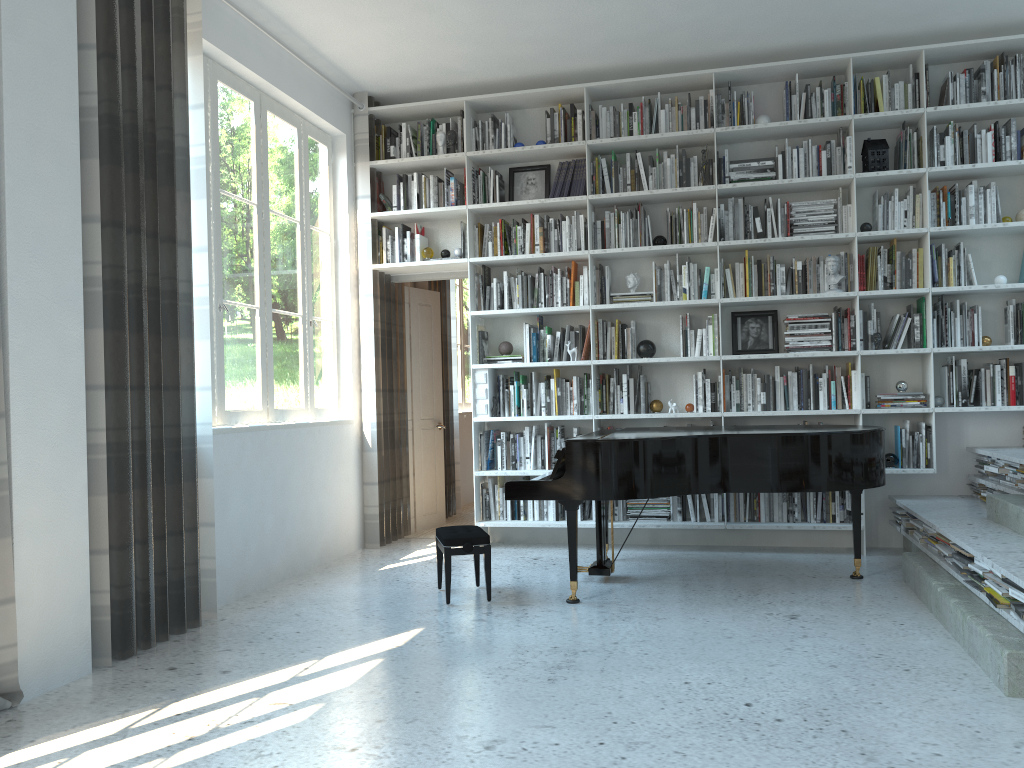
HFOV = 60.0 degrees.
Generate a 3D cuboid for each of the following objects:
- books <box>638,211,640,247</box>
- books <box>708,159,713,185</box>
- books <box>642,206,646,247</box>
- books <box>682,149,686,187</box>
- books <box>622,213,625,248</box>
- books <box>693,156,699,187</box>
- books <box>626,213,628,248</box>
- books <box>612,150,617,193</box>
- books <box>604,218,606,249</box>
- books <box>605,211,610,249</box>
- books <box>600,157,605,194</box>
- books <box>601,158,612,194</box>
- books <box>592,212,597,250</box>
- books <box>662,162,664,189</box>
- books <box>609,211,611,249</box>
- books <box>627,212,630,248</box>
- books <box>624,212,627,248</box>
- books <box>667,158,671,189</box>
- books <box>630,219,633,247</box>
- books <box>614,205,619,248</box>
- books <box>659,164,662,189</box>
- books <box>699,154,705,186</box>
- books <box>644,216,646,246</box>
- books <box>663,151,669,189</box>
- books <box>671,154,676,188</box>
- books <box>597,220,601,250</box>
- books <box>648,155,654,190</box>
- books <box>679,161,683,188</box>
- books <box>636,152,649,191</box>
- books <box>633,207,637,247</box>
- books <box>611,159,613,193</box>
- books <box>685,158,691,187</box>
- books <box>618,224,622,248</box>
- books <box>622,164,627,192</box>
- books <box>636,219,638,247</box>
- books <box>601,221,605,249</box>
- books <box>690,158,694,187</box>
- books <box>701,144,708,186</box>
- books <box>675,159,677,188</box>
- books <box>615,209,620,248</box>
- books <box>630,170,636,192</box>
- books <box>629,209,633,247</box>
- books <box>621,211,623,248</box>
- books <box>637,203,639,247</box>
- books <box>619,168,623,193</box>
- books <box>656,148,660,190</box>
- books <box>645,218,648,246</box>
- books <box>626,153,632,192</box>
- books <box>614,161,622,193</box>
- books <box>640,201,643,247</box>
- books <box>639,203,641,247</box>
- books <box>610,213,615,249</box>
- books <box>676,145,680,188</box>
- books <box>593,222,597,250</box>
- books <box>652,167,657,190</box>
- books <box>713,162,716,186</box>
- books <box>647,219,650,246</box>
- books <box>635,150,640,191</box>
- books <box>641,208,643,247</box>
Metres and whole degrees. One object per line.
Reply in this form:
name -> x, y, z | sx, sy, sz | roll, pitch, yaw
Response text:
books -> 0.873, -1.031, 6.044 | 0.010, 0.262, 0.158 | -2, -1, 14
books -> 1.336, -1.387, 5.950 | 0.028, 0.212, 0.134 | -2, -1, 14
books -> 0.898, -1.045, 6.025 | 0.011, 0.287, 0.189 | -2, -1, 14
books -> 1.167, -1.421, 5.988 | 0.022, 0.290, 0.146 | -2, 0, 14
books -> 0.772, -1.023, 6.051 | 0.012, 0.251, 0.184 | -2, -1, 14
books -> 1.240, -1.397, 5.968 | 0.025, 0.237, 0.153 | -2, -1, 14
books -> 0.798, -1.026, 6.068 | 0.011, 0.256, 0.152 | -2, -1, 14
books -> 0.705, -1.420, 6.076 | 0.012, 0.315, 0.171 | -2, 0, 14
books -> 0.651, -1.014, 6.105 | 0.012, 0.240, 0.134 | -2, -1, 14
books -> 0.667, -1.034, 6.094 | 0.026, 0.279, 0.151 | -2, 0, 14
books -> 0.622, -1.403, 6.107 | 0.010, 0.287, 0.148 | -2, 0, 14
books -> 0.661, -1.398, 6.104 | 0.067, 0.274, 0.168 | -2, -1, 14
books -> 0.575, -1.034, 6.131 | 0.012, 0.285, 0.159 | -2, -1, 14
books -> 1.029, -1.376, 6.004 | 0.010, 0.208, 0.173 | -2, -1, 14
books -> 0.685, -1.033, 6.086 | 0.012, 0.276, 0.157 | -2, -1, 14
books -> 0.804, -1.029, 6.051 | 0.009, 0.261, 0.180 | -2, -1, 14
books -> 0.788, -1.029, 6.071 | 0.010, 0.261, 0.169 | -2, -1, 14
books -> 1.066, -1.386, 5.984 | 0.021, 0.226, 0.191 | -2, -1, 14
books -> 0.824, -1.004, 6.044 | 0.011, 0.209, 0.181 | -2, -1, 14
books -> 0.721, -1.054, 6.091 | 0.011, 0.317, 0.154 | -2, 0, 14
books -> 1.018, -1.377, 6.034 | 0.024, 0.212, 0.128 | -2, -1, 14
books -> 1.273, -1.411, 5.940 | 0.055, 0.264, 0.167 | -2, -1, 14
books -> 0.917, -1.020, 6.055 | 0.009, 0.237, 0.134 | -2, -1, 14
books -> 1.048, -1.416, 6.013 | 0.026, 0.286, 0.137 | -2, 0, 14
books -> 1.094, -1.404, 5.996 | 0.028, 0.261, 0.135 | -2, 0, 14
books -> 0.612, -1.004, 6.130 | 0.029, 0.225, 0.136 | -2, -1, 14
books -> 0.950, -1.402, 6.032 | 0.027, 0.265, 0.168 | -2, -1, 14
books -> 1.145, -1.382, 5.991 | 0.024, 0.213, 0.150 | -2, -1, 14
books -> 0.896, -1.411, 6.029 | 0.075, 0.285, 0.178 | -2, -1, 14
books -> 0.846, -1.045, 6.044 | 0.011, 0.291, 0.176 | -2, -1, 14
books -> 0.697, -1.392, 6.087 | 0.011, 0.260, 0.157 | -2, -1, 14
books -> 1.188, -1.386, 5.961 | 0.030, 0.218, 0.182 | -2, -1, 14
books -> 0.750, -0.990, 6.080 | 0.029, 0.187, 0.149 | -2, -1, 14
books -> 0.781, -1.374, 6.066 | 0.029, 0.219, 0.157 | -2, -1, 14
books -> 0.864, -1.008, 6.066 | 0.012, 0.217, 0.133 | -2, -1, 14
books -> 0.637, -1.003, 6.122 | 0.024, 0.219, 0.140 | -2, -1, 14
books -> 1.214, -1.389, 5.959 | 0.022, 0.222, 0.161 | -2, -1, 14
books -> 1.287, -1.431, 5.936 | 0.058, 0.302, 0.175 | -2, -1, 14
books -> 1.113, -1.390, 5.988 | 0.013, 0.231, 0.141 | -2, -1, 14
books -> 0.726, -1.038, 6.068 | 0.010, 0.283, 0.184 | -2, -1, 14
books -> 0.836, -1.356, 6.062 | 0.034, 0.180, 0.160 | -2, -1, 14
books -> 0.814, -1.038, 6.054 | 0.011, 0.279, 0.169 | -2, -1, 14
books -> 0.761, -1.029, 6.052 | 0.009, 0.263, 0.189 | -2, -1, 14
books -> 0.867, -1.061, 6.053 | 0.004, 0.321, 0.153 | -2, 0, 14
books -> 0.757, -1.364, 6.079 | 0.024, 0.201, 0.153 | -2, -1, 14
books -> 0.993, -1.425, 6.014 | 0.012, 0.308, 0.145 | -2, 0, 14
books -> 0.925, -1.011, 6.046 | 0.012, 0.218, 0.151 | -2, -1, 14
books -> 0.805, -1.412, 6.059 | 0.023, 0.293, 0.155 | -2, 0, 14
books -> 0.727, -1.384, 6.072 | 0.031, 0.242, 0.181 | -2, -1, 14
books -> 0.887, -1.066, 6.051 | 0.005, 0.331, 0.161 | -2, 0, 14
books -> 0.882, -1.059, 6.055 | 0.005, 0.316, 0.157 | -2, 0, 14
books -> 0.702, -1.026, 6.083 | 0.024, 0.262, 0.177 | -2, -1, 14
books -> 1.122, -1.432, 5.975 | 0.011, 0.313, 0.183 | -2, -1, 14
books -> 0.585, -0.996, 6.111 | 0.015, 0.207, 0.186 | -2, -1, 14
books -> 0.976, -1.360, 6.018 | 0.028, 0.180, 0.168 | -2, -1, 14
books -> 1.361, -1.379, 5.951 | 0.019, 0.194, 0.098 | -2, 0, 14
books -> 0.933, -1.007, 6.042 | 0.004, 0.209, 0.132 | -2, -1, 14
books -> 0.859, -1.424, 6.065 | 0.013, 0.315, 0.135 | -2, 0, 14
books -> 0.896, -1.043, 6.044 | 0.004, 0.284, 0.166 | -2, -1, 14
